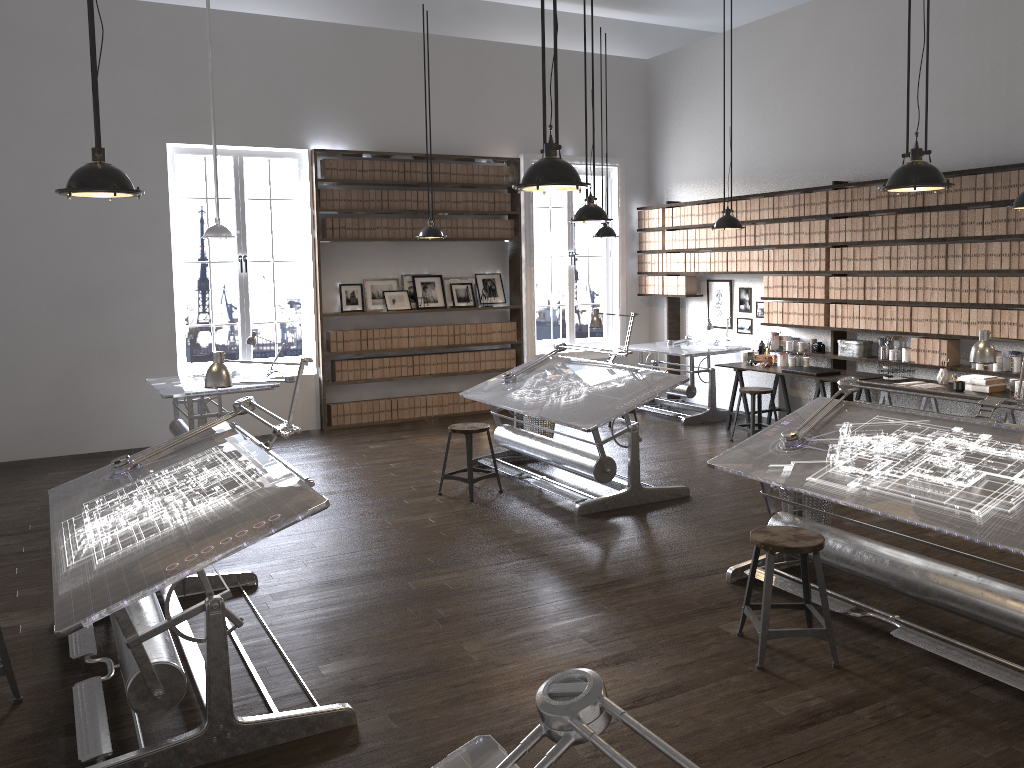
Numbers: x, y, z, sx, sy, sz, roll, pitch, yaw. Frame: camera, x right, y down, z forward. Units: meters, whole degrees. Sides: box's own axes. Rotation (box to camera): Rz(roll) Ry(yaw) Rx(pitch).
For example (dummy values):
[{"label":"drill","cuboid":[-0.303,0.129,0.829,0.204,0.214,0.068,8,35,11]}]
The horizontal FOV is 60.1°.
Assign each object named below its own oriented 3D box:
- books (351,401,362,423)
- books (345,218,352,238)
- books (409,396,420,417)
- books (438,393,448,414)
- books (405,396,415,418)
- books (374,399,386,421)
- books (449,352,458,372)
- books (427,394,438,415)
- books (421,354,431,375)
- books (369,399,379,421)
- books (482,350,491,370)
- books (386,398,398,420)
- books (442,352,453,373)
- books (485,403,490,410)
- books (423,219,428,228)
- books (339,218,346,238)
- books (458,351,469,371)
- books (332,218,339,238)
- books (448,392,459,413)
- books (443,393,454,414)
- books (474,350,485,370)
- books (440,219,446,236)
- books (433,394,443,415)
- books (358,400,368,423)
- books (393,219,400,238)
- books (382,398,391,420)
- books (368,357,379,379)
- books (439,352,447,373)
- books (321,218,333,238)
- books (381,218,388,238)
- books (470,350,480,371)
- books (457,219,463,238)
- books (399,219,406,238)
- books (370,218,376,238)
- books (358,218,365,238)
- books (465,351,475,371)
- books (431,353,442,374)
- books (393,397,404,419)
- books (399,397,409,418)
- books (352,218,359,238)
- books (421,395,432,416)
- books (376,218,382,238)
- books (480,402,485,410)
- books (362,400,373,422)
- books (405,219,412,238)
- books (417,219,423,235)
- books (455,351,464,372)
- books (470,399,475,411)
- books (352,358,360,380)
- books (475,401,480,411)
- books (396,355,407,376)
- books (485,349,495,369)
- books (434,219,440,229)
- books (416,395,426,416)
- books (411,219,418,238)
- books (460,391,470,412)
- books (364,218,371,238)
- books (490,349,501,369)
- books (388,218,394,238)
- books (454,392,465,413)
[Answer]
[{"label":"books","cuboid":[-1.738,0.313,9.886,0.067,0.224,0.175,-4,6,-28]},{"label":"books","cuboid":[-1.810,-1.701,9.705,0.067,0.225,0.175,-4,6,-28]},{"label":"books","cuboid":[-1.121,0.259,10.208,0.067,0.225,0.175,-4,6,-28]},{"label":"books","cuboid":[-0.813,0.231,10.371,0.067,0.225,0.175,-4,6,-28]},{"label":"books","cuboid":[-1.184,0.265,10.174,0.067,0.225,0.175,-4,6,-28]},{"label":"books","cuboid":[-1.493,0.292,10.013,0.067,0.225,0.175,-4,6,-28]},{"label":"books","cuboid":[-0.698,-0.258,10.398,0.067,0.225,0.175,-4,6,-28]},{"label":"books","cuboid":[-0.929,0.241,10.313,0.067,0.224,0.175,-4,6,-28]},{"label":"books","cuboid":[-1.007,-0.231,10.235,0.067,0.225,0.175,-4,6,-28]},{"label":"books","cuboid":[-1.558,0.297,9.983,0.067,0.225,0.175,-4,6,-28]},{"label":"books","cuboid":[-0.323,-0.292,10.601,0.067,0.224,0.175,-4,6,-28]},{"label":"books","cuboid":[-1.364,0.280,10.080,0.067,0.225,0.175,-4,6,-28]},{"label":"books","cuboid":[-0.756,-0.254,10.372,0.067,0.224,0.175,-4,6,-28]},{"label":"books","cuboid":[-0.330,0.187,10.633,0.067,0.225,0.175,-4,6,-28]},{"label":"books","cuboid":[-1.023,-1.772,10.127,0.067,0.224,0.175,-4,6,-28]},{"label":"books","cuboid":[-1.875,-1.695,9.676,0.067,0.225,0.175,-4,6,-28]},{"label":"books","cuboid":[-0.572,-0.270,10.469,0.067,0.225,0.175,-4,6,-28]},{"label":"books","cuboid":[-1.939,-1.689,9.636,0.067,0.225,0.175,-4,6,-28]},{"label":"books","cuboid":[-0.692,0.220,10.441,0.067,0.225,0.175,-4,6,-28]},{"label":"books","cuboid":[-0.754,0.225,10.410,0.067,0.225,0.175,-4,6,-28]},{"label":"books","cuboid":[-0.386,-0.286,10.565,0.067,0.225,0.175,-4,6,-28]},{"label":"books","cuboid":[-0.827,-1.788,10.226,0.067,0.225,0.175,-4,6,-28]},{"label":"books","cuboid":[-0.874,0.236,10.344,0.067,0.224,0.175,-4,6,-28]},{"label":"books","cuboid":[-1.677,0.309,9.913,0.067,0.225,0.175,-4,6,-28]},{"label":"books","cuboid":[-1.326,-1.745,9.967,0.067,0.225,0.175,-4,6,-28]},{"label":"books","cuboid":[-1.433,0.286,10.050,0.067,0.225,0.175,-4,6,-28]},{"label":"books","cuboid":[-1.560,-0.182,9.946,0.067,0.224,0.175,-4,6,-28]},{"label":"books","cuboid":[-0.822,-0.248,10.339,0.067,0.225,0.175,-4,6,-28]},{"label":"books","cuboid":[-2.007,-1.684,9.606,0.067,0.224,0.175,-4,6,-28]},{"label":"books","cuboid":[-1.447,-1.733,9.897,0.067,0.225,0.175,-4,6,-28]},{"label":"books","cuboid":[-0.450,-0.281,10.536,0.067,0.225,0.175,-4,6,-28]},{"label":"books","cuboid":[-0.641,-1.805,10.322,0.067,0.225,0.175,-4,6,-28]},{"label":"books","cuboid":[-1.263,-1.750,9.996,0.067,0.225,0.175,-4,6,-28]},{"label":"books","cuboid":[-1.568,-1.723,9.837,0.067,0.224,0.175,-4,6,-28]},{"label":"books","cuboid":[-1.687,-1.712,9.775,0.067,0.225,0.175,-4,6,-28]},{"label":"books","cuboid":[-0.512,-0.276,10.505,0.067,0.225,0.175,-4,6,-28]},{"label":"books","cuboid":[-0.885,-0.243,10.308,0.067,0.225,0.175,-4,6,-28]},{"label":"books","cuboid":[-1.301,0.274,10.120,0.067,0.224,0.175,-4,6,-28]},{"label":"books","cuboid":[-1.242,0.269,10.148,0.067,0.224,0.175,-4,6,-28]},{"label":"books","cuboid":[-1.750,-1.707,9.742,0.067,0.225,0.175,-4,6,-28]},{"label":"books","cuboid":[-0.992,0.247,10.277,0.067,0.225,0.175,-4,6,-28]},{"label":"books","cuboid":[-1.512,-1.727,9.865,0.067,0.224,0.175,-4,6,-28]},{"label":"books","cuboid":[-0.392,0.193,10.600,0.067,0.225,0.175,-4,6,-28]},{"label":"books","cuboid":[-1.620,0.303,9.950,0.067,0.225,0.175,-4,6,-28]},{"label":"books","cuboid":[-1.197,-1.755,10.027,0.067,0.225,0.175,-4,6,-28]},{"label":"books","cuboid":[-1.080,-1.766,10.094,0.067,0.224,0.175,-4,6,-28]},{"label":"books","cuboid":[-0.634,-0.264,10.432,0.067,0.225,0.175,-4,6,-28]},{"label":"books","cuboid":[-0.510,0.203,10.536,0.067,0.224,0.175,-4,6,-28]},{"label":"books","cuboid":[-1.749,-0.165,9.850,0.067,0.225,0.175,-4,6,-28]},{"label":"books","cuboid":[-0.449,0.199,10.564,0.067,0.225,0.175,-4,6,-28]},{"label":"books","cuboid":[-1.260,-0.208,10.103,0.067,0.225,0.175,-4,6,-28]},{"label":"books","cuboid":[-0.268,-0.297,10.632,0.067,0.224,0.175,-4,6,-28]},{"label":"books","cuboid":[-0.892,-1.783,10.197,0.067,0.225,0.175,-4,6,-28]},{"label":"books","cuboid":[-1.058,0.253,10.244,0.067,0.225,0.175,-4,6,-28]},{"label":"books","cuboid":[-1.134,-1.761,10.061,0.067,0.225,0.175,-4,6,-28]},{"label":"books","cuboid":[-0.565,0.209,10.506,0.067,0.224,0.175,-4,6,-28]},{"label":"books","cuboid":[-1.625,-1.717,9.801,0.067,0.225,0.175,-4,6,-28]},{"label":"books","cuboid":[-0.207,-0.302,10.659,0.067,0.225,0.175,-4,6,-28]},{"label":"books","cuboid":[-1.387,-1.739,9.933,0.067,0.225,0.175,-4,6,-28]},{"label":"books","cuboid":[-0.628,0.215,10.470,0.067,0.225,0.175,-4,6,-28]}]
